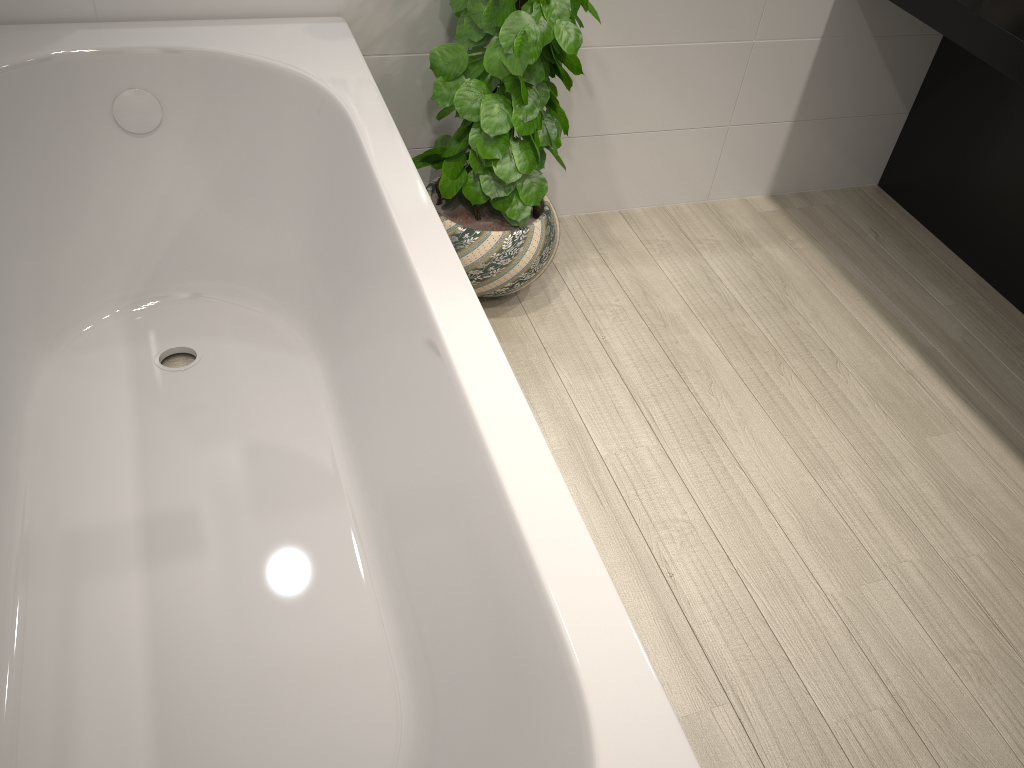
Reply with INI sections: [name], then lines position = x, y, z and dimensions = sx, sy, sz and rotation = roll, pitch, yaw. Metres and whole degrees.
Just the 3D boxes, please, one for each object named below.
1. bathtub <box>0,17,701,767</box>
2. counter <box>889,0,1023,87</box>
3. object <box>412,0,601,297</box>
[bathtub]
position = -0.575, 0.155, 1.515
dimensions = 1.009, 0.665, 2.211
rotation = -9, 45, -17
[counter]
position = 1.893, 0.035, 1.344
dimensions = 0.656, 0.083, 3.902
rotation = -9, 45, -17
[object]
position = -0.030, -0.719, 2.198
dimensions = 0.419, 1.113, 0.444
rotation = 20, 44, 12
